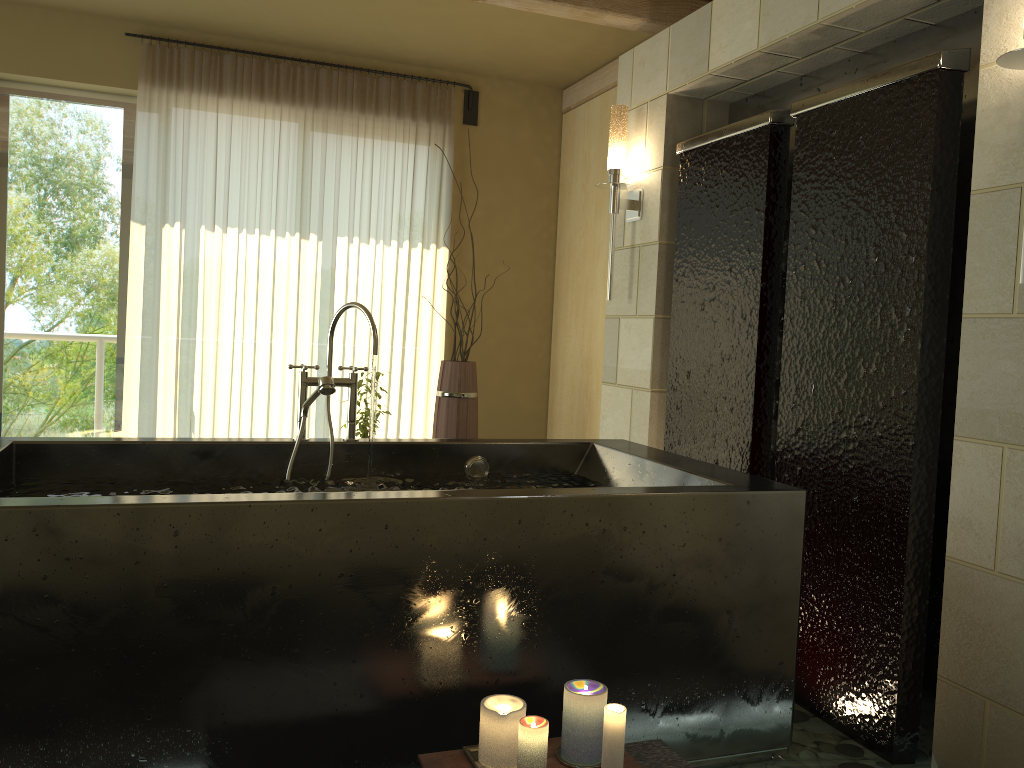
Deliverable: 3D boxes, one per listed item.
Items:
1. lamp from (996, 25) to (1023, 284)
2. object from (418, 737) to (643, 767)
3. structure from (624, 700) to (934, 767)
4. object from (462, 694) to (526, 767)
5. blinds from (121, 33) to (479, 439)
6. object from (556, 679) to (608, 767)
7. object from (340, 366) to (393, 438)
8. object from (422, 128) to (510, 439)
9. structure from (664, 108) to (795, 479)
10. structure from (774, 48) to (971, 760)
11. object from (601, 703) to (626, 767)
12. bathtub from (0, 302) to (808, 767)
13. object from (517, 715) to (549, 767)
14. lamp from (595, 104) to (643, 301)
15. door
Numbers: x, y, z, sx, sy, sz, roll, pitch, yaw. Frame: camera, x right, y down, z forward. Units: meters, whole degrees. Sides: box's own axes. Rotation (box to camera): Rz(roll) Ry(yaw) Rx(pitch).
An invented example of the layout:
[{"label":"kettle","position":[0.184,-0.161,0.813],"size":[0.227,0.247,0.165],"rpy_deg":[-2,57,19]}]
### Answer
[{"label":"lamp","position":[1.163,-0.639,1.949],"size":[0.188,0.837,0.176],"rpy_deg":[2,3,-21]},{"label":"object","position":[0.051,0.812,1.830],"size":[0.441,0.031,0.254],"rpy_deg":[2,3,-21]},{"label":"structure","position":[-0.009,1.100,2.669],"size":[3.799,0.635,1.974],"rpy_deg":[2,3,-21]},{"label":"object","position":[-0.020,0.729,1.857],"size":[0.131,0.124,0.131],"rpy_deg":[2,3,-21]},{"label":"blinds","position":[-1.157,-0.515,4.986],"size":[1.943,2.578,0.064],"rpy_deg":[2,3,-22]},{"label":"object","position":[0.153,0.721,1.888],"size":[0.112,0.154,0.112],"rpy_deg":[1,3,-25]},{"label":"object","position":[-0.750,0.375,4.527],"size":[0.242,0.929,0.266],"rpy_deg":[4,3,17]},{"label":"object","position":[-0.310,-0.234,4.713],"size":[0.468,2.179,0.463],"rpy_deg":[4,3,30]},{"label":"structure","position":[0.769,0.059,3.369],"size":[0.094,2.066,0.641],"rpy_deg":[2,3,-21]},{"label":"structure","position":[1.022,0.110,2.692],"size":[0.094,2.066,0.641],"rpy_deg":[2,3,-21]},{"label":"object","position":[0.206,0.730,1.797],"size":[0.056,0.151,0.056],"rpy_deg":[2,3,-21]},{"label":"bathtub","position":[-0.394,0.343,2.514],"size":[2.131,1.161,1.068],"rpy_deg":[2,3,-21]},{"label":"object","position":[0.040,0.731,1.741],"size":[0.091,0.139,0.091],"rpy_deg":[2,3,-25]},{"label":"lamp","position":[0.451,-0.782,3.858],"size":[0.188,0.837,0.176],"rpy_deg":[2,3,-21]},{"label":"door","position":[-2.411,-0.403,4.758],"size":[1.037,2.332,0.063],"rpy_deg":[2,3,-22]}]
